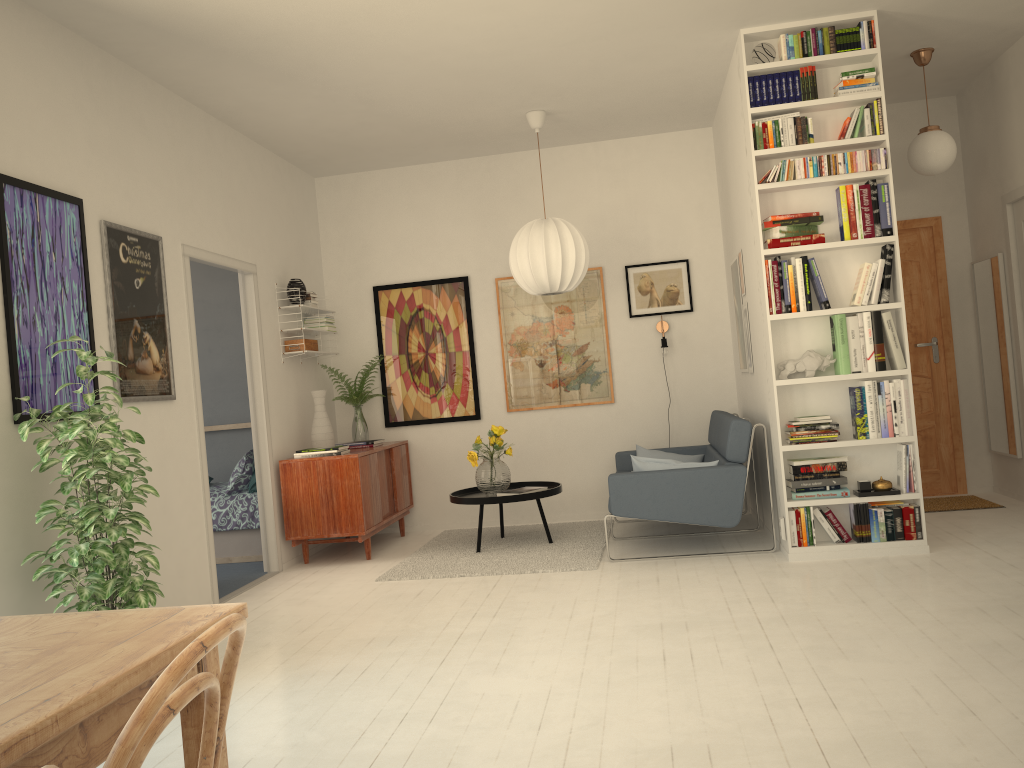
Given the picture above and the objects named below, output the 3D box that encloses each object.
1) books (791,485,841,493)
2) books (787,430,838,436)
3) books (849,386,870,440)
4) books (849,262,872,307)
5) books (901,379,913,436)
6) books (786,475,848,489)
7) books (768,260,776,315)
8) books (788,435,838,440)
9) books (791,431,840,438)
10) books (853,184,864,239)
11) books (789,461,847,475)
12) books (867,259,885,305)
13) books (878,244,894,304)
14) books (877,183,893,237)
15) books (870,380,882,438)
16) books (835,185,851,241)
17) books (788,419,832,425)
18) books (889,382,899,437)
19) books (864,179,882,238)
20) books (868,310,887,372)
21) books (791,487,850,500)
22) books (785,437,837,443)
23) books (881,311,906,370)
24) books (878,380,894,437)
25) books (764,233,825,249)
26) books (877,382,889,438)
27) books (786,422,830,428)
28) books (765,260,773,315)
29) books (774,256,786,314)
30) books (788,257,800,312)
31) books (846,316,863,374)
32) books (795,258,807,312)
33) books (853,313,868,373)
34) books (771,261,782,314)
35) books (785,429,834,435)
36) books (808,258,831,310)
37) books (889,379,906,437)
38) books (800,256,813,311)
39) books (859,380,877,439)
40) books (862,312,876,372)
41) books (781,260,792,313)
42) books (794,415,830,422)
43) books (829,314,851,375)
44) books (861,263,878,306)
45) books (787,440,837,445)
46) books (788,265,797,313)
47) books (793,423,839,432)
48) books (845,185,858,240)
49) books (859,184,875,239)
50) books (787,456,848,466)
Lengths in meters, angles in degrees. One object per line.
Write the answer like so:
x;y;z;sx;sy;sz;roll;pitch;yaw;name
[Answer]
1.665;0.568;4.893;0.241;0.024;0.168;-5;0;3;books
1.648;0.266;4.879;0.250;0.008;0.135;-5;0;5;books
1.889;0.156;4.851;0.057;0.284;0.200;-5;0;8;books
1.894;-0.536;4.822;0.115;0.232;0.133;-5;0;8;books
2.117;0.125;4.829;0.039;0.303;0.229;-5;0;8;books
1.668;0.536;4.877;0.297;0.039;0.165;-5;0;3;books
1.429;-0.527;4.920;0.015;0.301;0.207;-5;0;8;books
1.645;0.290;4.872;0.248;0.009;0.171;-5;0;11;books
1.672;0.276;4.895;0.255;0.014;0.197;-5;0;18;books
1.875;-0.925;4.854;0.029;0.301;0.185;-5;0;8;books
1.673;0.456;4.878;0.285;0.047;0.185;-5;0;8;books
1.976;-0.547;4.841;0.092;0.244;0.196;-5;0;8;books
2.023;-0.590;4.826;0.092;0.319;0.179;-5;0;8;books
2.010;-0.931;4.826;0.054;0.289;0.179;-5;0;8;books
1.968;0.135;4.854;0.027;0.311;0.228;-5;0;8;books
1.809;-0.922;4.875;0.032;0.300;0.200;-5;0;8;books
1.636;0.207;4.885;0.212;0.017;0.165;-5;0;6;books
2.049;0.137;4.819;0.022;0.291;0.208;-5;0;8;books
1.962;-0.941;4.835;0.039;0.317;0.161;-5;-1;8;books
1.973;-0.231;4.838;0.056;0.327;0.202;-5;0;8;books
1.692;0.600;4.889;0.297;0.038;0.204;-5;0;13;books
1.634;0.303;4.866;0.246;0.014;0.173;-5;0;7;books
2.051;-0.232;4.833;0.099;0.316;0.229;-5;0;8;books
2.027;0.132;4.836;0.025;0.305;0.213;-5;0;8;books
1.551;-0.772;4.891;0.300;0.056;0.202;-5;0;8;books
1.993;0.140;4.809;0.035;0.304;0.150;-5;-1;8;books
1.622;0.222;4.879;0.221;0.010;0.169;-5;0;11;books
1.411;-0.525;4.928;0.021;0.301;0.222;-5;0;8;books
1.477;-0.539;4.906;0.021;0.317;0.179;-5;0;8;books
1.552;-0.537;4.903;0.020;0.304;0.193;-5;0;8;books
1.851;-0.208;4.856;0.065;0.311;0.200;-5;0;8;books
1.577;-0.535;4.886;0.032;0.291;0.189;-5;0;8;books
1.896;-0.221;4.868;0.023;0.321;0.235;-5;0;8;books
1.452;-0.524;4.909;0.032;0.291;0.203;-5;0;8;books
1.629;0.258;4.864;0.238;0.012;0.120;-5;0;3;books
1.673;-0.542;4.876;0.093;0.288;0.200;-5;0;8;books
2.077;0.128;4.804;0.037;0.308;0.161;-5;-1;8;books
1.607;-0.545;4.873;0.033;0.306;0.150;-5;-1;8;books
1.936;0.137;4.856;0.037;0.312;0.241;-5;0;8;books
1.926;-0.225;4.849;0.037;0.324;0.240;-5;0;8;books
1.503;-0.527;4.900;0.030;0.289;0.200;-5;0;8;books
1.642;0.188;4.863;0.166;0.019;0.127;-5;0;1;books
1.789;-0.213;4.861;0.056;0.328;0.228;-5;0;8;books
1.930;-0.536;4.825;0.105;0.225;0.138;-5;0;8;books
1.641;0.315;4.867;0.247;0.009;0.170;-5;0;11;books
1.530;-0.514;4.890;0.024;0.260;0.199;-5;0;8;books
1.667;0.236;4.879;0.235;0.025;0.163;-5;0;15;books
1.844;-0.922;4.864;0.039;0.302;0.199;-5;0;8;books
1.918;-0.924;4.841;0.059;0.291;0.182;-5;0;8;books
1.676;0.419;4.892;0.297;0.024;0.162;-5;0;-1;books
